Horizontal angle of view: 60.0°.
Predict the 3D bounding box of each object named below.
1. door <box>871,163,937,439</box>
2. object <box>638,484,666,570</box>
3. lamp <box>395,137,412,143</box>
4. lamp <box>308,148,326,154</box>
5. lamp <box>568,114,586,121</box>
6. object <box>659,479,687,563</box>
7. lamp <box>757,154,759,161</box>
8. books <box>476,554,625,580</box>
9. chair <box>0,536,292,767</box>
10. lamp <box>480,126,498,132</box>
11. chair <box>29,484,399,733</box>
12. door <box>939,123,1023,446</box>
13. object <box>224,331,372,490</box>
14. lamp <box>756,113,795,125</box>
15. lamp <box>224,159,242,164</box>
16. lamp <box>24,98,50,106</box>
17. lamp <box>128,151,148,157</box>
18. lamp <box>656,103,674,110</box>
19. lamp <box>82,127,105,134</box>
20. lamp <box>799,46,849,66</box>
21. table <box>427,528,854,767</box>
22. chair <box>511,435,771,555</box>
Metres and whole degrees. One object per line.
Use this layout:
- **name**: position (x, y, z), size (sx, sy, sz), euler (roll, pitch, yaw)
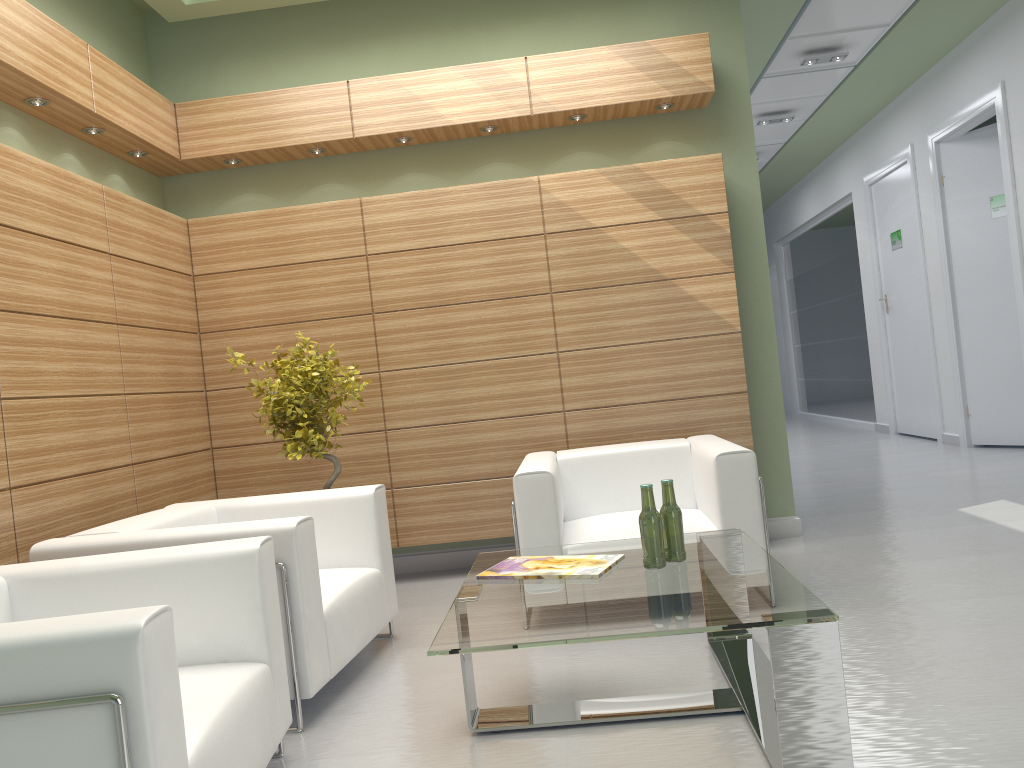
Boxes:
- **door**: position (7.523, -1.526, 17.107), size (0.250, 5.083, 2.089), euler (-6, 0, 4)
- **object**: position (0.788, 0.806, 5.034), size (0.131, 0.475, 0.131), euler (-6, 0, -31)
- **lamp**: position (-1.119, -2.537, 9.125), size (0.181, 0.074, 0.181), euler (-6, 0, -36)
- **lamp**: position (-2.022, -2.439, 9.187), size (0.181, 0.074, 0.181), euler (-6, 0, -2)
- **lamp**: position (0.660, -2.730, 9.005), size (0.181, 0.074, 0.181), euler (-6, 0, -36)
- **object**: position (0.924, 0.791, 5.146), size (0.131, 0.475, 0.131), euler (-6, 0, -31)
- **lamp**: position (5.132, -5.005, 19.710), size (0.657, 0.159, 0.286), euler (-6, 0, 4)
- **books**: position (0.235, 1.092, 5.295), size (0.762, 0.025, 0.508), euler (-6, 0, 24)
- **chair**: position (-2.078, 1.510, 3.899), size (1.802, 1.234, 1.894), euler (-6, 0, -1)
- **lamp**: position (-0.236, -2.633, 9.066), size (0.181, 0.074, 0.181), euler (-6, 0, -2)
- **chair**: position (-1.906, 1.491, 6.217), size (1.769, 1.234, 1.894), euler (-6, 0, 9)
- **door**: position (7.889, -1.566, 13.869), size (0.134, 5.083, 2.089), euler (-6, 0, -26)
- **object**: position (-1.828, 0.804, 7.845), size (1.201, 2.565, 1.116), euler (-6, 0, -28)
- **lamp**: position (4.923, -4.982, 16.583), size (0.657, 0.159, 0.286), euler (-6, 0, 4)
- **lamp**: position (-2.913, -2.343, 9.247), size (0.181, 0.074, 0.181), euler (-6, 0, -2)
- **lamp**: position (-3.750, -2.252, 7.003), size (0.181, 0.074, 0.181), euler (-6, 0, -13)
- **lamp**: position (-3.642, -2.264, 8.628), size (0.181, 0.074, 0.181), euler (-6, 0, -13)
- **lamp**: position (1.538, -2.825, 8.946), size (0.181, 0.074, 0.181), euler (-6, 0, -2)
- **lamp**: position (-3.696, -2.258, 7.822), size (0.181, 0.074, 0.181), euler (-6, 0, -24)
- **lamp**: position (4.710, -4.959, 13.402), size (0.657, 0.159, 0.286), euler (-6, 0, 4)
- **table**: position (0.617, 1.438, 4.920), size (1.783, 0.742, 2.197), euler (-6, 0, 4)
- **chair**: position (1.022, 1.174, 7.464), size (1.894, 1.234, 1.802), euler (-6, 0, 4)
